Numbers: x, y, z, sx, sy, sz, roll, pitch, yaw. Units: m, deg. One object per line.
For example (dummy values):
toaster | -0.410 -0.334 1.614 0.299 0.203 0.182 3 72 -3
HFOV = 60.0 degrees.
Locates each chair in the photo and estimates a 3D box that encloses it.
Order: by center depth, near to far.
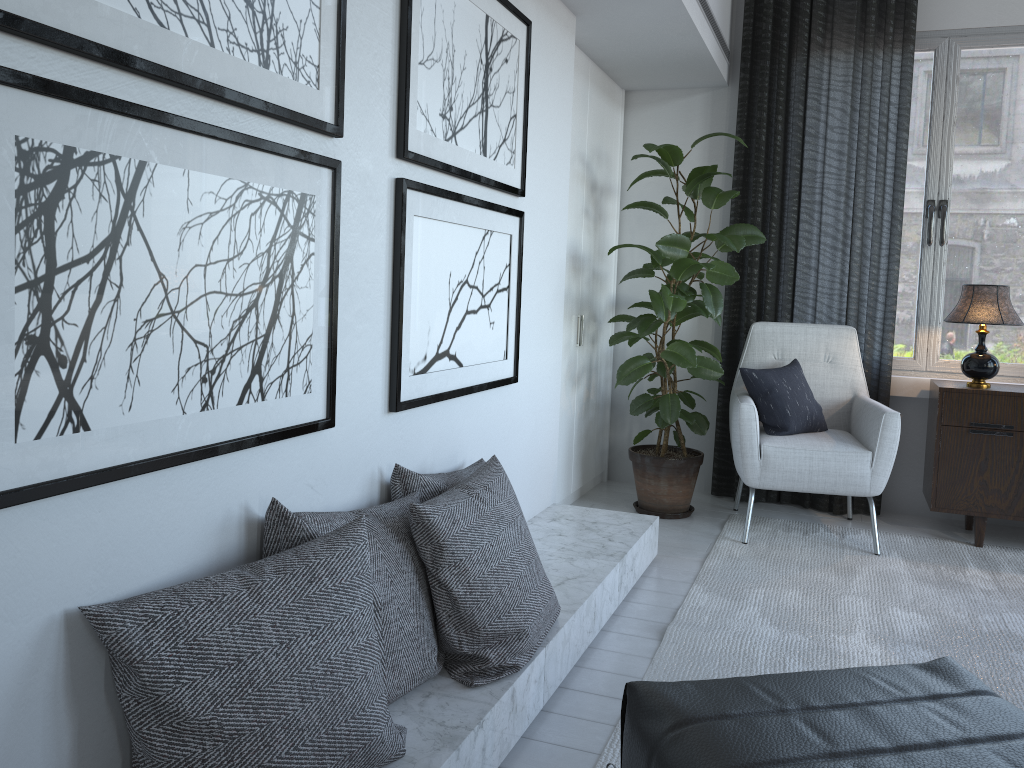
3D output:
chair | -0.185 0.394 1.748 0.391 0.430 1.339 4 6 21
chair | 1.176 0.176 3.545 0.594 0.821 0.614 3 5 10

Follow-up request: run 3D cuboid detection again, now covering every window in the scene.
window | 1.840 -1.182 3.773 1.269 2.317 0.133 4 4 20

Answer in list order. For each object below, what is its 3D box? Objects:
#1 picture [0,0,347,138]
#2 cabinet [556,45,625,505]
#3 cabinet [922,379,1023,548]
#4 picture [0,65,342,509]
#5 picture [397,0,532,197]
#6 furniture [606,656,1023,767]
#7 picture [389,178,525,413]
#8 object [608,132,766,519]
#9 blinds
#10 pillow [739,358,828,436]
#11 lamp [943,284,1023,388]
picture | -0.464 -0.702 1.332 0.020 0.521 0.793 4 6 20
cabinet | 0.216 -0.416 3.776 0.191 1.890 1.175 4 5 20
cabinet | 2.339 0.351 3.334 1.400 0.611 0.387 4 5 20
picture | -0.488 -0.140 1.371 0.020 0.521 0.793 4 6 20
picture | -0.097 -0.793 2.305 0.020 0.521 0.793 4 6 20
furniture | 0.482 0.635 1.109 0.598 0.377 0.616 1 6 -16
picture | -0.119 -0.230 2.343 0.020 0.521 0.793 4 6 20
object | 0.674 -0.234 3.620 0.639 1.585 0.939 0 5 -24
blinds | 2.451 -0.998 3.411 3.215 3.269 0.189 4 4 20
pillow | 1.098 0.053 3.563 0.357 0.295 0.253 -3 7 -43
lamp | 1.830 -0.186 3.448 0.281 0.396 0.280 -2 6 -44
